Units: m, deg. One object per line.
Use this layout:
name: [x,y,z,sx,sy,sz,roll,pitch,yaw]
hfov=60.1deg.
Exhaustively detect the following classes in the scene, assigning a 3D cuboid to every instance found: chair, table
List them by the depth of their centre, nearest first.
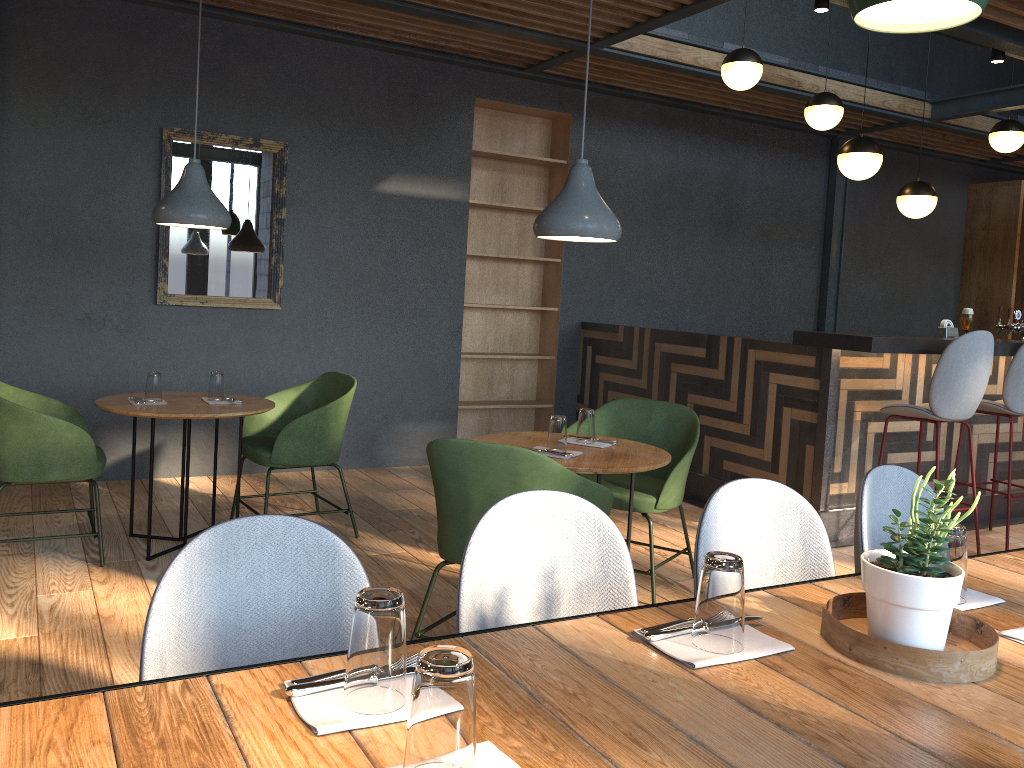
chair: [-0.333,0.694,1.362,0.418,0.885,0.509,1,4,-33]
table: [0.599,0.804,1.407,2.771,0.764,0.660,0,5,-29]
chair: [0.125,0.689,1.663,0.418,0.885,0.509,2,4,-22]
chair: [0.637,0.692,1.923,0.418,0.885,0.509,2,4,-23]
chair: [1.118,0.687,2.238,0.418,0.885,0.509,1,4,-33]
chair: [0.002,0.575,3.051,0.639,0.816,0.516,5,4,26]
table: [0.211,0.599,3.572,0.807,0.685,0.810,3,5,1]
chair: [-2.100,0.362,3.957,0.515,0.816,0.641,1,5,-29]
chair: [0.533,0.498,4.089,0.640,0.816,0.515,6,5,31]
table: [-1.568,0.427,4.253,0.808,0.685,0.809,5,5,20]
chair: [-1.122,0.352,4.592,0.515,0.816,0.641,1,5,-34]
chair: [2.215,0.320,4.692,0.418,1.240,0.509,1,4,-29]
chair: [2.887,0.308,5.185,0.418,1.240,0.509,2,4,-24]

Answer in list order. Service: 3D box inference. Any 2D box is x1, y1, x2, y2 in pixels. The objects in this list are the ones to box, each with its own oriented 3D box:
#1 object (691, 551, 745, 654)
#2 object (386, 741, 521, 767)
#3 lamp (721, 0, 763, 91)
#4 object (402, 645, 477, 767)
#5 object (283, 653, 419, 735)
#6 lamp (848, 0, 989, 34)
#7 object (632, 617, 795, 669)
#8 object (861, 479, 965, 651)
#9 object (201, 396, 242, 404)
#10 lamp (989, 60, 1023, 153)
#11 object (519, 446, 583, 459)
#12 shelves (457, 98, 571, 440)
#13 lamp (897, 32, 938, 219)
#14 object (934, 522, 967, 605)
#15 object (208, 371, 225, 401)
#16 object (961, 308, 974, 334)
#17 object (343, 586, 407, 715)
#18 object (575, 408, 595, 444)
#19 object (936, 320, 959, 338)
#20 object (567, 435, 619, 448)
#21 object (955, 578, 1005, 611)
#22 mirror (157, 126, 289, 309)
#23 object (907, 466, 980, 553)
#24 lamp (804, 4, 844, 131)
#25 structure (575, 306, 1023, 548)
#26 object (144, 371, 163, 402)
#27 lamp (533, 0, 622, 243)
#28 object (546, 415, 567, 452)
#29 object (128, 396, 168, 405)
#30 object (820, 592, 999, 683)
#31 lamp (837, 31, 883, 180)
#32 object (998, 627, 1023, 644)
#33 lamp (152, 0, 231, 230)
object: [0.321,0.333,1.362,0.080,0.138,0.080,6,5,34]
object: [-0.084,0.422,0.909,0.242,0.019,0.158,0,7,-30]
lamp: [1.612,-3.820,5.728,0.268,3.784,0.269,2,3,-24]
object: [-0.074,0.354,0.936,0.080,0.138,0.080,3,4,-8]
object: [-0.165,0.393,1.147,0.242,0.019,0.158,0,7,-29]
lamp: [0.676,-1.566,1.299,0.224,2.016,0.224,2,3,-26]
object: [0.324,0.395,1.396,0.242,0.019,0.158,0,7,-29]
object: [0.612,0.285,1.358,0.146,0.276,0.146,7,5,41]
object: [-1.411,0.077,4.305,0.157,0.019,0.243,0,7,-30]
lamp: [4.148,-3.777,7.143,0.268,3.784,0.269,2,3,-24]
object: [0.142,0.257,3.419,0.243,0.019,0.158,7,7,30]
shelves: [-0.050,-0.759,6.857,0.835,2.699,0.285,1,4,-29]
lamp: [3.017,-3.079,6.287,0.268,3.784,0.269,1,4,-39]
object: [0.809,0.331,1.653,0.080,0.138,0.080,5,4,24]
object: [-1.433,0.010,4.301,0.080,0.138,0.080,5,4,23]
object: [2.635,-0.352,5.130,0.070,0.177,0.070,2,4,-26]
object: [-0.169,0.330,1.113,0.080,0.138,0.080,6,5,34]
object: [0.308,0.173,3.681,0.080,0.138,0.080,7,5,43]
object: [3.221,-0.322,5.544,1.509,0.106,0.323,0,6,-26]
object: [0.326,0.238,3.699,0.243,0.019,0.158,7,7,30]
object: [0.813,0.394,1.687,0.242,0.019,0.158,0,7,-29]
mirror: [-1.834,-1.034,5.637,0.768,1.083,0.061,1,4,-29]
object: [0.677,0.275,1.467,0.128,0.281,0.116,1,4,-33]
lamp: [2.343,-3.712,6.273,0.269,3.784,0.268,5,3,25]
structure: [3.214,0.074,6.901,4.917,1.392,2.928,0,6,-29]
object: [-1.675,0.012,4.144,0.080,0.138,0.080,5,4,23]
lamp: [0.386,-2.807,3.404,0.353,4.478,0.354,4,3,6]
object: [0.176,0.192,3.425,0.080,0.138,0.080,7,5,43]
object: [-1.710,0.075,4.154,0.157,0.019,0.243,0,7,-30]
object: [0.631,0.398,1.412,0.252,0.046,0.253,7,7,34]
lamp: [2.291,-3.171,5.483,0.268,3.784,0.269,2,4,-27]
object: [0.934,0.423,1.470,0.242,0.019,0.158,0,7,-29]
lamp: [-1.384,-2.976,4.065,0.353,4.478,0.354,4,3,6]
